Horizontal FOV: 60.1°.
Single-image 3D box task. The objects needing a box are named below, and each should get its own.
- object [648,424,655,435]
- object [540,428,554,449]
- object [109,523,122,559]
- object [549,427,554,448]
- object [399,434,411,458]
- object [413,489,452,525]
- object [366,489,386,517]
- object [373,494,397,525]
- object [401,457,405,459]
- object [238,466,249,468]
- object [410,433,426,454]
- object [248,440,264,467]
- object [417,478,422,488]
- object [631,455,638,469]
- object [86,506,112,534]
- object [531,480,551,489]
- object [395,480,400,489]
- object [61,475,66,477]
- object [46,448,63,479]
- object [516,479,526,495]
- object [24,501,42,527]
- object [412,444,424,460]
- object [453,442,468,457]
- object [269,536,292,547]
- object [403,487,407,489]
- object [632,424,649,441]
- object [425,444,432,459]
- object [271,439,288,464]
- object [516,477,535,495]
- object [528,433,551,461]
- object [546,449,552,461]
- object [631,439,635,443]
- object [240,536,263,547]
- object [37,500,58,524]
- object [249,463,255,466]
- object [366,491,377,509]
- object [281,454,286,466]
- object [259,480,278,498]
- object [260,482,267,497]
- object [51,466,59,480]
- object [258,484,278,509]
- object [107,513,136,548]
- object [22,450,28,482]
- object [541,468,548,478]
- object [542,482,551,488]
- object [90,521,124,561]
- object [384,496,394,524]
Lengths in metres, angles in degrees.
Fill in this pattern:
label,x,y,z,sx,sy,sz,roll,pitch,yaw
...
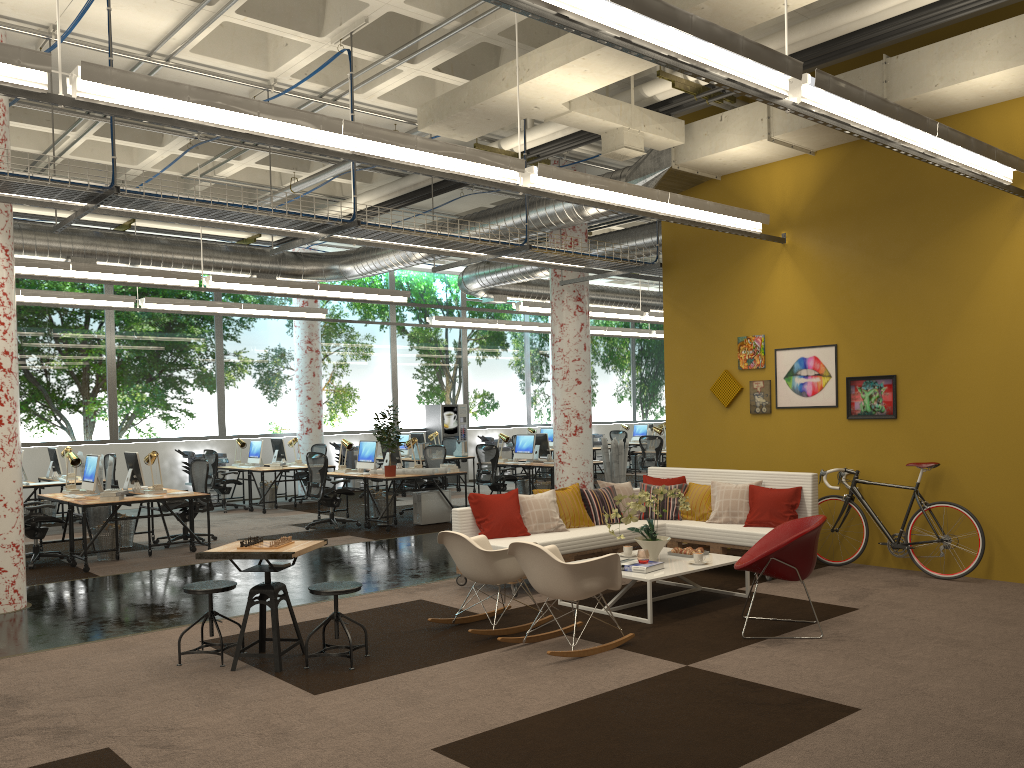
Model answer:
label,x,y,z,sx,sy,sz,roll,pitch,yaw
object,3.518,1.277,23.110,0.189,0.486,0.484,-2,0,-41
object,0.830,1.257,20.448,0.189,0.486,0.484,-2,0,-41
object,-4.618,1.826,10.297,0.119,0.403,0.235,-2,1,-40
object,1.059,1.269,20.991,0.189,0.486,0.484,-2,0,-41
object,-2.372,1.621,18.081,0.190,1.210,1.078,-2,0,-40
object,-1.149,1.780,12.846,0.541,0.455,0.221,-1,0,-41
object,-2.090,1.839,13.730,0.353,0.435,0.359,-1,0,-44
object,-1.830,1.801,12.744,0.353,0.435,0.359,-1,0,-44
object,-2.159,1.461,17.473,0.106,0.029,0.059,0,-2,-40
object,-4.734,1.473,15.688,0.118,0.017,0.439,0,-2,-41
object,-1.959,1.259,18.390,0.189,0.486,0.484,-2,0,-41
object,-4.554,1.239,15.809,0.189,0.486,0.484,-2,0,-41
object,-1.862,1.998,17.689,0.119,0.403,0.235,-2,1,-40
object,3.230,2.054,23.300,0.119,0.403,0.235,-2,1,-40
object,-5.949,1.955,12.746,0.353,0.399,0.353,-1,0,4
object,0.499,1.833,14.839,0.353,0.435,0.359,-1,0,-44
object,-2.378,2.075,19.167,0.353,0.399,0.353,-1,0,-22
object,-7.208,1.482,14.266,0.106,0.029,0.059,0,-2,-40
object,-7.190,1.242,13.883,0.189,0.486,0.484,-2,0,-41
object,0.176,1.885,15.779,0.119,0.403,0.235,-2,1,-40
object,-7.156,1.967,13.133,0.353,0.435,0.359,-1,0,-44
object,-1.795,1.303,17.037,0.150,0.302,0.281,-2,0,-41
object,-1.029,1.305,17.697,0.150,0.302,0.281,-2,0,-41
object,-1.497,1.011,5.734,0.056,0.053,0.250,-1,-2,10
object,-2.248,2.036,18.580,0.119,0.403,0.235,-2,1,-40
object,3.289,1.265,22.567,0.189,0.486,0.484,-2,0,-41
object,-1.683,1.303,17.134,0.150,0.302,0.281,-2,0,-41
object,-4.325,1.251,16.352,0.189,0.486,0.484,-2,0,-41
object,0.239,1.872,15.826,0.353,0.435,0.359,-1,0,-44
object,0.465,1.108,15.588,0.189,0.486,0.484,-2,0,-41
object,0.644,1.232,15.296,0.101,0.209,0.101,-1,1,4
object,3.118,1.417,22.865,0.101,0.209,0.101,-1,1,4
object,-1.696,1.017,5.767,0.056,0.053,0.250,-1,-2,9
object,-7.416,2.006,14.120,0.353,0.435,0.359,-1,0,-44
object,-4.726,1.392,16.107,0.101,0.209,0.101,-1,1,4
object,-2.153,1.853,13.683,0.119,0.403,0.235,-2,1,-40
object,-4.146,1.376,16.059,0.101,0.209,0.101,-1,1,4
object,-4.551,2.015,16.589,0.353,0.435,0.359,-1,0,-44
object,-4.614,2.029,16.542,0.119,0.403,0.235,-2,1,-40
object,-7.012,1.366,13.590,0.101,0.209,0.101,-1,1,4
object,-4.291,1.977,15.603,0.353,0.435,0.359,-1,0,-44
object,-4.941,1.851,11.236,0.353,0.435,0.359,-1,0,-44
object,-7.420,1.230,13.340,0.189,0.486,0.484,-2,0,-41
object,0.770,2.046,21.181,0.119,0.403,0.235,-2,1,-40
object,0.562,1.847,14.887,0.119,0.403,0.235,-2,1,-40
object,-4.681,1.812,10.249,0.353,0.435,0.359,-1,0,-44
object,-1.767,1.814,12.791,0.119,0.403,0.235,-2,1,-40
